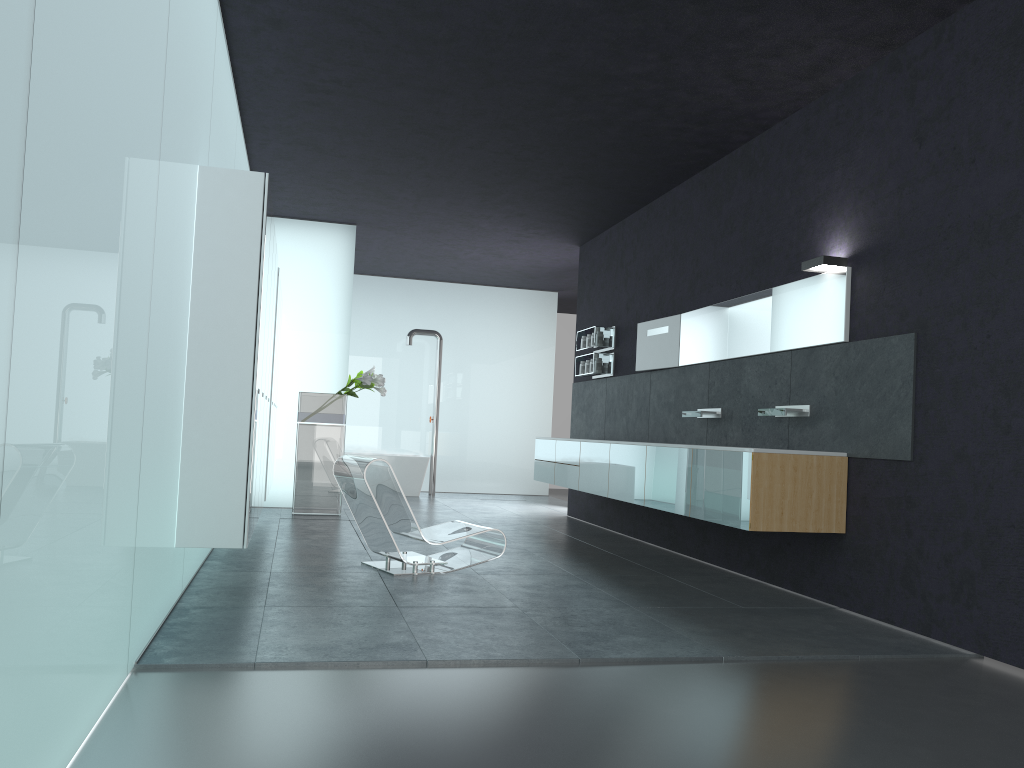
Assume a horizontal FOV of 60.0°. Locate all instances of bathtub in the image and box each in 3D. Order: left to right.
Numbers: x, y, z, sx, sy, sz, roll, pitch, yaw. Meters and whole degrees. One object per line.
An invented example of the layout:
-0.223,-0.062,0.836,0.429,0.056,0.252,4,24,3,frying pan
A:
-2.431,1.400,14.844,1.978,0.858,0.961,4,-3,-14,bathtub

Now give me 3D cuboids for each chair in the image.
-0.733,1.029,7.073,1.262,0.870,0.629,5,-3,-32,chair

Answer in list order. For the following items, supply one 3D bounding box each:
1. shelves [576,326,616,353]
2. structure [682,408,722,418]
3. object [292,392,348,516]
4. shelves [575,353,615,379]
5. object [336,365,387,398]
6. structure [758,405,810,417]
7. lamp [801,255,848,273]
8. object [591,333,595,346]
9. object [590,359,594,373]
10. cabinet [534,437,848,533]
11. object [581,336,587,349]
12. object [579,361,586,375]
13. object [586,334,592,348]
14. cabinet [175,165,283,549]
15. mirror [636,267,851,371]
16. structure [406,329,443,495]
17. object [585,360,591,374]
1.056,-0.560,11.224,0.265,0.285,0.770,3,-3,-14,shelves
1.748,0.267,8.220,0.186,0.088,0.482,4,-3,-14,structure
-2.414,0.867,11.113,0.585,1.490,0.575,3,-2,-14,object
1.040,-0.233,11.213,0.265,0.285,0.770,3,-3,-14,shelves
-2.072,0.110,11.058,1.025,0.779,0.974,4,-3,-21,object
2.083,0.205,6.842,0.186,0.088,0.482,4,-3,-14,structure
2.261,-0.866,6.421,0.198,0.066,0.277,4,-3,-14,lamp
1.036,-0.546,11.093,0.096,0.184,0.068,3,-2,-15,object
1.020,-0.219,11.082,0.096,0.184,0.068,3,-2,-15,object
1.306,0.856,8.776,0.734,0.556,5.586,3,-3,-14,cabinet
0.941,-0.528,11.485,0.096,0.184,0.068,4,-2,-22,object
0.925,-0.201,11.473,0.096,0.184,0.068,4,-2,-22,object
0.992,-0.537,11.276,0.096,0.184,0.068,3,-2,-5,object
-2.394,-0.025,8.078,0.398,2.213,6.008,3,-3,-14,cabinet
1.917,-0.482,8.052,0.109,0.532,3.724,3,-3,-15,mirror
-1.550,0.502,15.077,0.643,2.869,0.123,3,-2,-14,structure
0.976,-0.211,11.265,0.096,0.184,0.068,3,-2,-5,object
